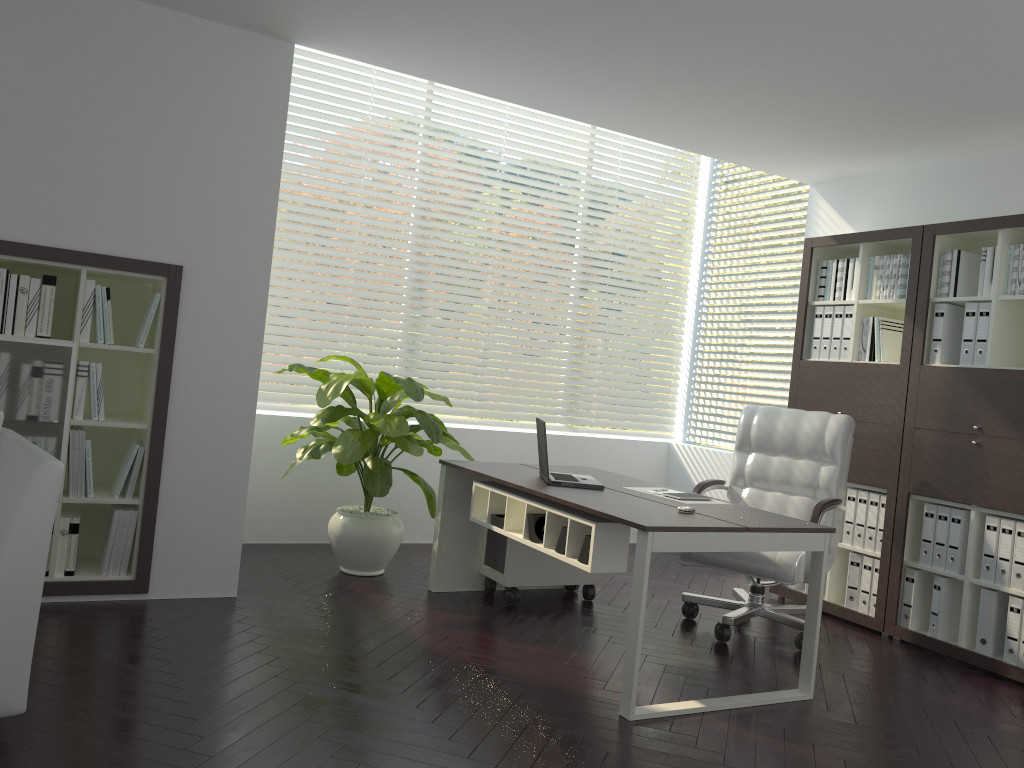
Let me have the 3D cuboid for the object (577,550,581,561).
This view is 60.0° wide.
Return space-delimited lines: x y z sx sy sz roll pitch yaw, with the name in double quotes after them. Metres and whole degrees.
0.338 0.668 3.616 0.133 0.113 0.039 6 0 -29 "object"

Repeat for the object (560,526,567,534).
0.255 0.659 3.767 0.133 0.113 0.039 6 0 -29 "object"

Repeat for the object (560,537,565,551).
0.273 0.661 3.735 0.133 0.113 0.039 6 0 -29 "object"

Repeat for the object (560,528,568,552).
0.273 0.661 3.735 0.133 0.113 0.040 6 0 -29 "object"

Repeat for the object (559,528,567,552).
0.270 0.661 3.741 0.133 0.113 0.040 6 0 -29 "object"

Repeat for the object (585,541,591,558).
0.360 0.671 3.575 0.133 0.113 0.040 6 0 -29 "object"

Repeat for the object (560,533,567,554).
0.275 0.661 3.731 0.133 0.113 0.040 6 0 -29 "object"

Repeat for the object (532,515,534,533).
0.152 0.647 3.956 0.133 0.113 0.040 6 0 -29 "object"

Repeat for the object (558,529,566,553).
0.268 0.660 3.745 0.133 0.113 0.040 6 0 -29 "object"

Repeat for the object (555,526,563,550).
0.254 0.659 3.769 0.133 0.113 0.040 6 0 -29 "object"

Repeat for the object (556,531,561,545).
0.253 0.658 3.771 0.133 0.113 0.039 6 0 -29 "object"

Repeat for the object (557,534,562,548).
0.260 0.659 3.759 0.133 0.113 0.039 6 0 -29 "object"

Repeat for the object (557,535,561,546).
0.258 0.659 3.763 0.133 0.113 0.039 6 0 -29 "object"

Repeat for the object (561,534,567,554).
0.276 0.661 3.729 0.133 0.113 0.040 6 0 -29 "object"

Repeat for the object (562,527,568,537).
0.265 0.660 3.749 0.133 0.113 0.039 6 0 -29 "object"

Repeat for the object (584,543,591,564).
0.362 0.671 3.573 0.133 0.113 0.040 6 0 -29 "object"

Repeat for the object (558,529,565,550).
0.264 0.660 3.751 0.133 0.113 0.040 6 0 -29 "object"

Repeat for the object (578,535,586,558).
0.338 0.669 3.616 0.133 0.113 0.040 6 0 -29 "object"

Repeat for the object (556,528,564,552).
0.260 0.659 3.759 0.133 0.113 0.040 6 0 -29 "object"

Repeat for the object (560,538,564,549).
0.271 0.660 3.739 0.133 0.113 0.039 6 0 -29 "object"

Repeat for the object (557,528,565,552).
0.263 0.660 3.753 0.133 0.113 0.040 6 0 -29 "object"

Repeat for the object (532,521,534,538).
0.150 0.646 3.959 0.133 0.113 0.039 6 0 -29 "object"

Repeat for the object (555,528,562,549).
0.253 0.659 3.771 0.133 0.113 0.040 6 0 -29 "object"

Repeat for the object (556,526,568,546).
0.254 0.658 3.769 0.133 0.113 0.039 6 0 -29 "object"

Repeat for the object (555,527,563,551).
0.255 0.659 3.767 0.133 0.113 0.040 6 0 -29 "object"

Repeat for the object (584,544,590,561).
0.360 0.671 3.576 0.133 0.113 0.039 6 0 -29 "object"

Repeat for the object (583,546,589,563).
0.359 0.671 3.578 0.133 0.113 0.039 6 0 -29 "object"

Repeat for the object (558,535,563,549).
0.264 0.660 3.751 0.133 0.113 0.039 6 0 -29 "object"

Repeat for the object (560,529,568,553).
0.274 0.661 3.733 0.133 0.113 0.040 6 0 -29 "object"

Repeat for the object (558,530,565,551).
0.265 0.660 3.749 0.133 0.113 0.040 6 0 -29 "object"

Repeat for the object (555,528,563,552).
0.257 0.659 3.765 0.133 0.113 0.040 6 0 -29 "object"

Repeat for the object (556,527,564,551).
0.259 0.659 3.761 0.133 0.113 0.040 6 0 -29 "object"

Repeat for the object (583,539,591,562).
0.358 0.671 3.579 0.133 0.113 0.040 6 0 -29 "object"

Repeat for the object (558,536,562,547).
0.262 0.659 3.755 0.133 0.113 0.039 6 0 -29 "object"

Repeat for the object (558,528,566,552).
0.267 0.660 3.747 0.133 0.113 0.040 6 0 -29 "object"

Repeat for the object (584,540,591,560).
0.359 0.671 3.577 0.133 0.113 0.040 6 0 -29 "object"

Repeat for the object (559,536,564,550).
0.269 0.660 3.743 0.133 0.113 0.039 6 0 -29 "object"

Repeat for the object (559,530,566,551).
0.269 0.660 3.743 0.133 0.113 0.040 6 0 -29 "object"

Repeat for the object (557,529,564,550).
0.261 0.659 3.757 0.133 0.113 0.040 6 0 -29 "object"

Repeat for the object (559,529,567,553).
0.271 0.661 3.739 0.133 0.113 0.040 6 0 -29 "object"

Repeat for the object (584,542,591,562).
0.361 0.671 3.574 0.133 0.113 0.039 6 0 -29 "object"

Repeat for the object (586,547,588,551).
0.357 0.671 3.582 0.133 0.113 0.039 6 0 -29 "object"

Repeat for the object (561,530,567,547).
0.272 0.661 3.737 0.133 0.113 0.040 6 0 -29 "object"

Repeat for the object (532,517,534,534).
0.152 0.646 3.957 0.133 0.113 0.039 6 0 -29 "object"

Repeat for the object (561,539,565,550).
0.275 0.661 3.731 0.133 0.113 0.039 6 0 -29 "object"

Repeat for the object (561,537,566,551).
0.276 0.661 3.729 0.133 0.113 0.039 6 0 -29 "object"

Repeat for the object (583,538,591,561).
0.357 0.671 3.581 0.133 0.113 0.040 6 0 -29 "object"

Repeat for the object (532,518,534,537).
0.151 0.646 3.958 0.133 0.113 0.040 6 0 -29 "object"

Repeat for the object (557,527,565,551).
0.262 0.660 3.755 0.133 0.113 0.040 6 0 -29 "object"

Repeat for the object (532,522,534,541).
0.150 0.646 3.960 0.133 0.113 0.040 6 0 -29 "object"

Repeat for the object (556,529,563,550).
0.258 0.659 3.763 0.133 0.113 0.040 6 0 -29 "object"
